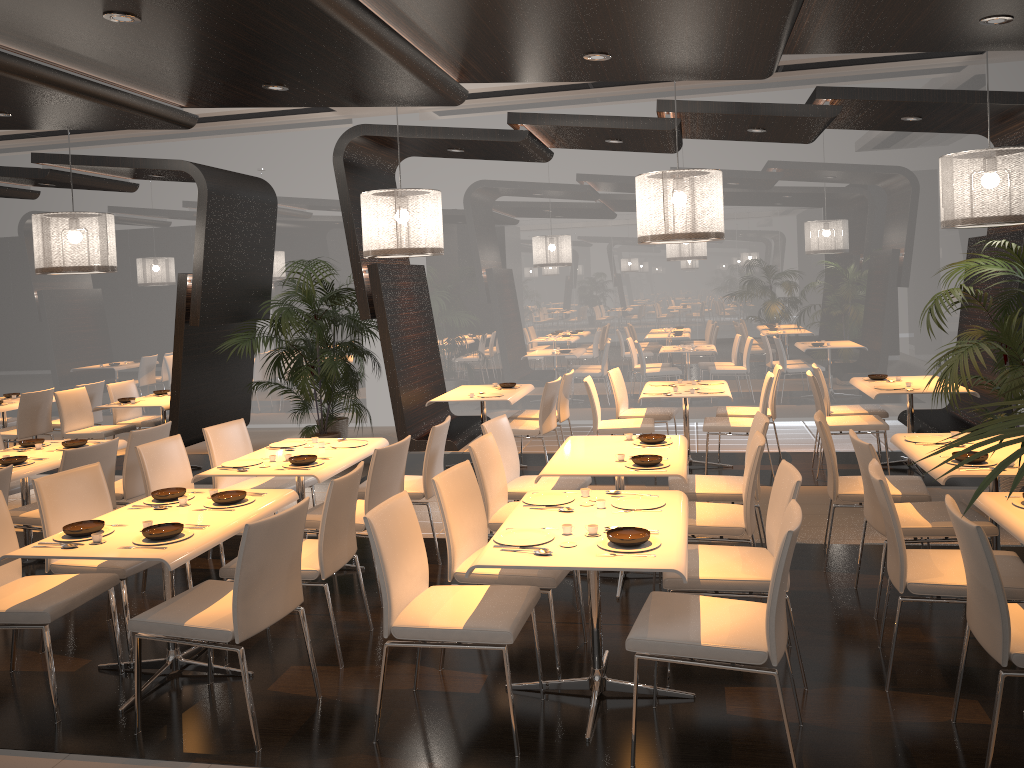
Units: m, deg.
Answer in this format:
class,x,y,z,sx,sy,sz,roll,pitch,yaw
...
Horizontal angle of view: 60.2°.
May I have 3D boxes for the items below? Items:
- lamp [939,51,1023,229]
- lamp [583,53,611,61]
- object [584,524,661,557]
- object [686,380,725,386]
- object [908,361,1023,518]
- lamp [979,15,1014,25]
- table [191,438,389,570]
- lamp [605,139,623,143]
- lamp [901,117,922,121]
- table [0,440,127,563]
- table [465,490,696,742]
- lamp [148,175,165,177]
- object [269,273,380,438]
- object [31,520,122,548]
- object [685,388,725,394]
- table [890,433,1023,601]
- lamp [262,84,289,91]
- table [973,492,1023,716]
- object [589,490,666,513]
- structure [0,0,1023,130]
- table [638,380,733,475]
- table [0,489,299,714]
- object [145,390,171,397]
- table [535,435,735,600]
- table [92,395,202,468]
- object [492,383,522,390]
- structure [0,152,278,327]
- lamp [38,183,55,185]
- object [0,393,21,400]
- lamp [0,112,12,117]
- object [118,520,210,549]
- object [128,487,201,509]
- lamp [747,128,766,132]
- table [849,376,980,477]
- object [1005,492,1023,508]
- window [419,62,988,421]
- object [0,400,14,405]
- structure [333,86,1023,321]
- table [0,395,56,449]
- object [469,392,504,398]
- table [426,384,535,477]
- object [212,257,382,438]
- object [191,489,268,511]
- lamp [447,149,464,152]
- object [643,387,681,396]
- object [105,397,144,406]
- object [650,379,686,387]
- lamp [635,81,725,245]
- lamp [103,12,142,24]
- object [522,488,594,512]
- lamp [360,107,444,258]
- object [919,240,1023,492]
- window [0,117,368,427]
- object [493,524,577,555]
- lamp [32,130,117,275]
class,x,y,z,sx,sy,sz,roll,pitch,yaw
lamp,3.250,-2.048,6.039,0.626,1.925,0.629,0,3,44
lamp,0.491,-1.900,5.094,0.161,0.050,0.162,-1,6,17
object,0.420,0.586,3.399,0.303,0.044,0.367,-1,6,11
object,1.819,-0.026,8.320,0.335,0.038,0.379,-2,6,1
object,1.980,0.393,1.970,1.509,2.054,1.563,-5,4,-33
lamp,2.558,-1.935,4.670,0.161,0.050,0.162,-1,6,17
table,-1.324,0.804,5.567,0.800,0.723,1.154,-2,5,12
lamp,0.927,-2.223,8.042,0.161,0.055,0.162,-2,6,6
lamp,3.405,-2.275,7.534,0.161,0.055,0.162,-2,6,6
table,-3.289,0.844,5.989,0.800,0.723,1.154,-2,5,12
table,0.347,0.940,3.702,0.800,0.723,1.154,-2,5,12
lamp,-3.606,-2.126,8.973,0.161,0.055,0.162,-2,6,6
object,-1.910,-0.304,9.696,1.508,2.054,1.564,-4,4,-27
object,-1.841,0.639,3.824,0.303,0.044,0.367,-1,6,11
object,1.681,0.047,7.720,0.335,0.038,0.379,-2,6,1
table,2.591,0.722,4.752,0.800,0.723,1.154,-2,5,12
lamp,-1.471,-1.858,5.497,0.160,0.050,0.161,-2,6,6
table,2.328,0.899,3.284,0.800,0.723,1.154,-2,5,12
object,0.520,0.516,4.008,0.335,0.038,0.379,-2,6,1
structure,-1.538,-1.076,4.755,10.655,1.731,2.917,-1,5,12
table,1.585,0.398,8.029,0.800,0.723,1.154,-2,5,12
table,-1.586,0.981,4.099,0.800,0.723,1.154,-2,5,12
object,-3.705,0.095,9.388,0.303,0.044,0.367,-2,6,6
table,0.761,0.760,5.143,1.052,0.723,1.154,-2,5,12
table,-3.565,0.508,9.080,0.800,0.723,1.154,-2,5,12
object,-0.066,0.015,8.662,0.303,0.044,0.367,-1,6,11
structure,-5.534,-1.415,9.390,5.929,1.723,1.409,-1,4,12
lamp,-4.854,-2.100,9.230,0.161,0.055,0.162,-2,6,6
object,-5.527,0.133,9.772,0.303,0.044,0.367,-1,7,16
lamp,-3.428,-1.817,5.898,0.160,0.050,0.161,-2,6,6
object,-1.502,0.629,3.776,0.303,0.044,0.367,-1,6,11
object,-1.706,0.565,4.428,0.303,0.044,0.367,-1,6,11
lamp,2.156,-2.249,7.790,0.161,0.055,0.162,-2,6,6
table,3.445,0.359,7.640,0.800,0.723,1.154,-2,5,12
object,2.222,0.483,3.608,0.303,0.044,0.367,-1,6,11
window,2.062,-1.512,10.156,6.575,3.969,0.070,-1,2,12
object,-5.347,0.198,9.121,0.303,0.044,0.367,-1,6,11
structure,1.477,-1.564,7.950,5.929,1.723,1.409,-1,4,12
table,-5.425,0.547,9.469,0.800,0.723,1.154,-2,5,12
object,-0.239,0.088,8.113,0.335,0.038,0.379,-2,6,1
table,-0.262,0.436,8.420,0.800,0.723,1.154,-2,5,12
object,-1.911,-0.179,8.591,1.560,2.054,1.511,-2,4,5
object,-1.410,0.559,4.362,0.303,0.044,0.367,-1,6,11
lamp,-0.532,-2.219,8.341,0.160,0.054,0.161,-1,6,17
object,1.311,0.063,7.723,0.334,0.038,0.379,-2,6,6
object,-3.821,0.167,8.792,0.303,0.044,0.367,-1,6,11
object,1.461,-0.010,8.312,0.334,0.038,0.379,-2,6,6
lamp,1.197,-2.005,6.460,0.626,1.925,0.629,-1,3,40
lamp,-1.773,-1.679,4.018,0.161,0.050,0.162,-1,6,17
object,0.210,0.525,4.053,0.334,0.038,0.379,-2,6,6
lamp,-0.888,-1.960,6.889,0.626,1.925,0.629,-1,3,40
object,3.649,-0.148,6.120,1.504,2.054,1.569,-1,4,25
window,-4.986,-1.362,11.603,6.575,3.969,0.070,-1,2,12
object,0.088,0.598,3.452,0.334,0.038,0.379,-2,6,6
lamp,-3.734,-1.900,7.473,0.627,1.925,0.628,-3,2,-16
